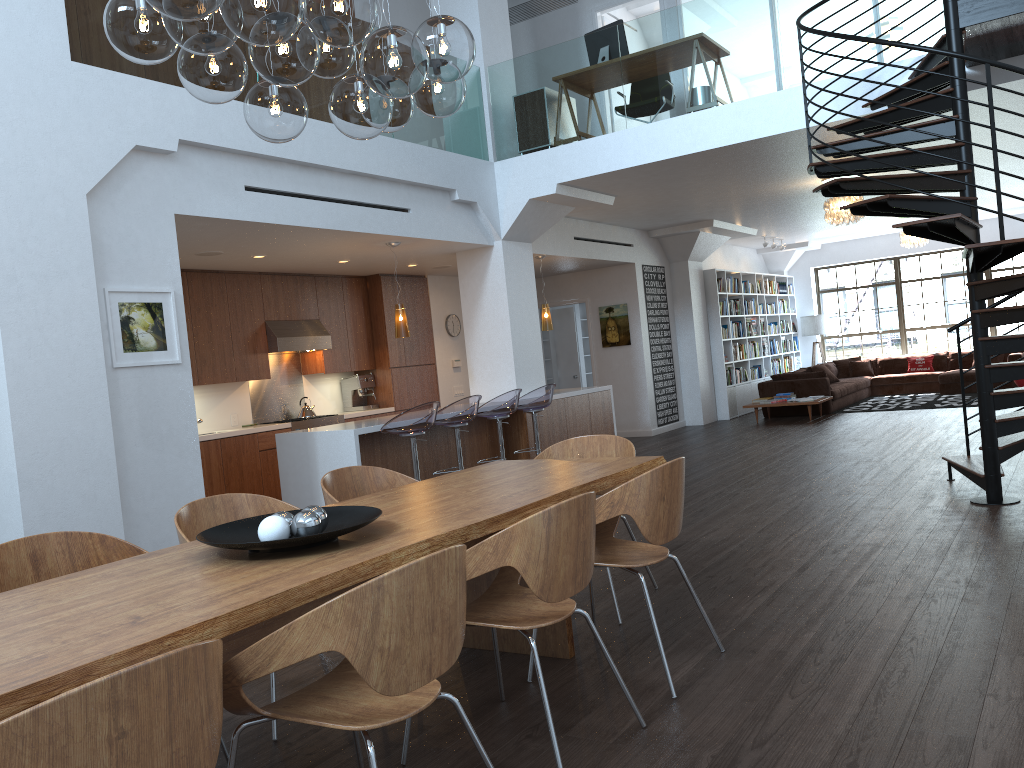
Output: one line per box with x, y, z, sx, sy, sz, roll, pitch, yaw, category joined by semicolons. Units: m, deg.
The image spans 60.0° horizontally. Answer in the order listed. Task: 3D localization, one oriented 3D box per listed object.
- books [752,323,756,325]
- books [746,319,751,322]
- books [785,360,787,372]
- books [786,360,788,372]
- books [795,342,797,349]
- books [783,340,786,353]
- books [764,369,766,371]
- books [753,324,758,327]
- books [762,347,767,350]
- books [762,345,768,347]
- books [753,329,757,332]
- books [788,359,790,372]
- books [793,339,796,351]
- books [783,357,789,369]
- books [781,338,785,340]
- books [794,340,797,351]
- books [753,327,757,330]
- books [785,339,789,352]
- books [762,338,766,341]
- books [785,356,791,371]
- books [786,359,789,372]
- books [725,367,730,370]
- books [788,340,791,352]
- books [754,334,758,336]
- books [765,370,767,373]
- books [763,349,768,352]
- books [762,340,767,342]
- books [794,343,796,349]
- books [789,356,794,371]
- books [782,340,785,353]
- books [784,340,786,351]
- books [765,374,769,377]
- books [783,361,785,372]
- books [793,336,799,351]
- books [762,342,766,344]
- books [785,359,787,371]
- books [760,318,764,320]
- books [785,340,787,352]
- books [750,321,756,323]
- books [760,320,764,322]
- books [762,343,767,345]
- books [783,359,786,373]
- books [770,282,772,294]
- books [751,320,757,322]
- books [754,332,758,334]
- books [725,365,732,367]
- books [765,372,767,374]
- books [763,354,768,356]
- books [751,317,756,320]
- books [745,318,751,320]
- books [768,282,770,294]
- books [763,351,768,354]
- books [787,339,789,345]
4.224;-1.062;15.740;0.161;0.033;0.223;-5;2;33;books
4.021;-1.088;15.395;0.174;0.045;0.240;-5;2;32;books
5.181;-0.343;17.072;0.183;0.253;0.037;-5;2;33;books
5.241;-0.350;17.170;0.160;0.250;0.027;-5;2;33;books
5.619;-0.762;17.794;0.161;0.213;0.146;-5;2;33;books
5.180;-0.722;17.133;0.183;0.253;0.039;-5;2;33;books
4.495;-0.245;16.129;0.204;0.025;0.144;-5;2;33;books
4.230;-1.026;15.732;0.183;0.042;0.253;-5;2;33;books
4.514;-0.641;16.131;0.231;0.044;0.168;-5;2;28;books
4.502;-0.681;16.125;0.253;0.040;0.183;-5;2;33;books
4.215;-0.938;15.738;0.180;0.042;0.259;-5;2;33;books
5.322;-0.360;17.298;0.189;0.247;0.057;-5;2;33;books
5.542;-0.764;17.664;0.172;0.235;0.112;-5;2;33;books
5.276;-0.372;17.252;0.198;0.284;0.066;-5;2;33;books
5.110;-0.855;17.050;0.223;0.031;0.161;-5;2;33;books
5.596;-0.760;17.748;0.161;0.213;0.118;-5;2;33;books
4.230;-0.984;15.741;0.168;0.045;0.231;-5;2;28;books
5.286;-0.738;17.289;0.183;0.253;0.042;-5;2;33;books
4.501;-0.801;16.107;0.129;0.041;0.185;-7;2;-43;books
5.361;-0.390;17.330;0.140;0.298;0.044;-5;2;33;books
5.260;-0.354;17.195;0.183;0.253;0.037;-5;2;33;books
3.433;-0.247;14.383;0.174;0.045;0.240;-5;2;22;books
5.408;-0.742;17.477;0.168;0.228;0.139;-5;2;33;books
4.249;-0.862;15.730;0.171;0.039;0.246;-5;2;33;books
4.495;-0.217;16.133;0.254;0.032;0.174;-5;2;38;books
4.514;-0.599;16.151;0.259;0.040;0.180;-5;2;33;books
4.511;-0.770;16.111;0.208;0.024;0.144;-5;2;38;books
5.571;-0.760;17.719;0.161;0.218;0.101;-5;2;33;books
5.462;-0.401;17.525;0.176;0.290;0.053;-5;2;33;books
5.132;-0.717;17.039;0.174;0.251;0.051;-5;2;33;books
5.221;-0.726;17.188;0.171;0.246;0.036;-5;2;33;books
4.504;-0.150;16.130;0.284;0.035;0.197;-5;2;33;books
5.137;-0.326;17.015;0.168;0.231;0.040;-5;2;33;books
5.671;-0.810;17.877;0.176;0.290;0.053;-5;2;33;books
4.517;-0.745;16.101;0.161;0.026;0.223;-5;2;22;books
5.197;-0.345;17.105;0.183;0.253;0.036;-5;2;33;books
4.415;-1.162;16.024;0.224;0.030;0.161;-4;2;43;books
5.238;-0.731;17.221;0.160;0.251;0.036;-5;2;33;books
4.222;-1.092;15.767;0.223;0.027;0.161;-5;2;22;books
4.414;-1.132;16.018;0.223;0.031;0.161;-5;2;33;books
4.507;-0.716;16.126;0.223;0.032;0.161;-5;2;33;books
5.159;-0.340;17.045;0.183;0.253;0.036;-5;2;33;books
4.784;-1.789;16.664;0.168;0.231;0.037;-5;2;33;books
4.232;-1.118;15.747;0.144;0.024;0.208;-5;2;38;books
4.242;-0.900;15.729;0.160;0.039;0.251;-5;2;38;books
3.424;-0.283;14.359;0.223;0.027;0.161;-4;2;42;books
4.500;-0.184;16.129;0.284;0.033;0.197;-5;2;18;books
4.512;-0.522;16.127;0.246;0.038;0.171;-5;2;33;books
4.233;-1.152;15.740;0.185;0.043;0.129;-7;2;-43;books
4.012;-1.123;15.371;0.223;0.027;0.161;-4;2;42;books
4.716;-1.785;16.590;0.174;0.240;0.045;-5;2;33;books
4.508;-0.559;16.129;0.251;0.037;0.160;-5;2;38;books
5.340;-0.745;17.374;0.160;0.251;0.039;-5;2;33;books
